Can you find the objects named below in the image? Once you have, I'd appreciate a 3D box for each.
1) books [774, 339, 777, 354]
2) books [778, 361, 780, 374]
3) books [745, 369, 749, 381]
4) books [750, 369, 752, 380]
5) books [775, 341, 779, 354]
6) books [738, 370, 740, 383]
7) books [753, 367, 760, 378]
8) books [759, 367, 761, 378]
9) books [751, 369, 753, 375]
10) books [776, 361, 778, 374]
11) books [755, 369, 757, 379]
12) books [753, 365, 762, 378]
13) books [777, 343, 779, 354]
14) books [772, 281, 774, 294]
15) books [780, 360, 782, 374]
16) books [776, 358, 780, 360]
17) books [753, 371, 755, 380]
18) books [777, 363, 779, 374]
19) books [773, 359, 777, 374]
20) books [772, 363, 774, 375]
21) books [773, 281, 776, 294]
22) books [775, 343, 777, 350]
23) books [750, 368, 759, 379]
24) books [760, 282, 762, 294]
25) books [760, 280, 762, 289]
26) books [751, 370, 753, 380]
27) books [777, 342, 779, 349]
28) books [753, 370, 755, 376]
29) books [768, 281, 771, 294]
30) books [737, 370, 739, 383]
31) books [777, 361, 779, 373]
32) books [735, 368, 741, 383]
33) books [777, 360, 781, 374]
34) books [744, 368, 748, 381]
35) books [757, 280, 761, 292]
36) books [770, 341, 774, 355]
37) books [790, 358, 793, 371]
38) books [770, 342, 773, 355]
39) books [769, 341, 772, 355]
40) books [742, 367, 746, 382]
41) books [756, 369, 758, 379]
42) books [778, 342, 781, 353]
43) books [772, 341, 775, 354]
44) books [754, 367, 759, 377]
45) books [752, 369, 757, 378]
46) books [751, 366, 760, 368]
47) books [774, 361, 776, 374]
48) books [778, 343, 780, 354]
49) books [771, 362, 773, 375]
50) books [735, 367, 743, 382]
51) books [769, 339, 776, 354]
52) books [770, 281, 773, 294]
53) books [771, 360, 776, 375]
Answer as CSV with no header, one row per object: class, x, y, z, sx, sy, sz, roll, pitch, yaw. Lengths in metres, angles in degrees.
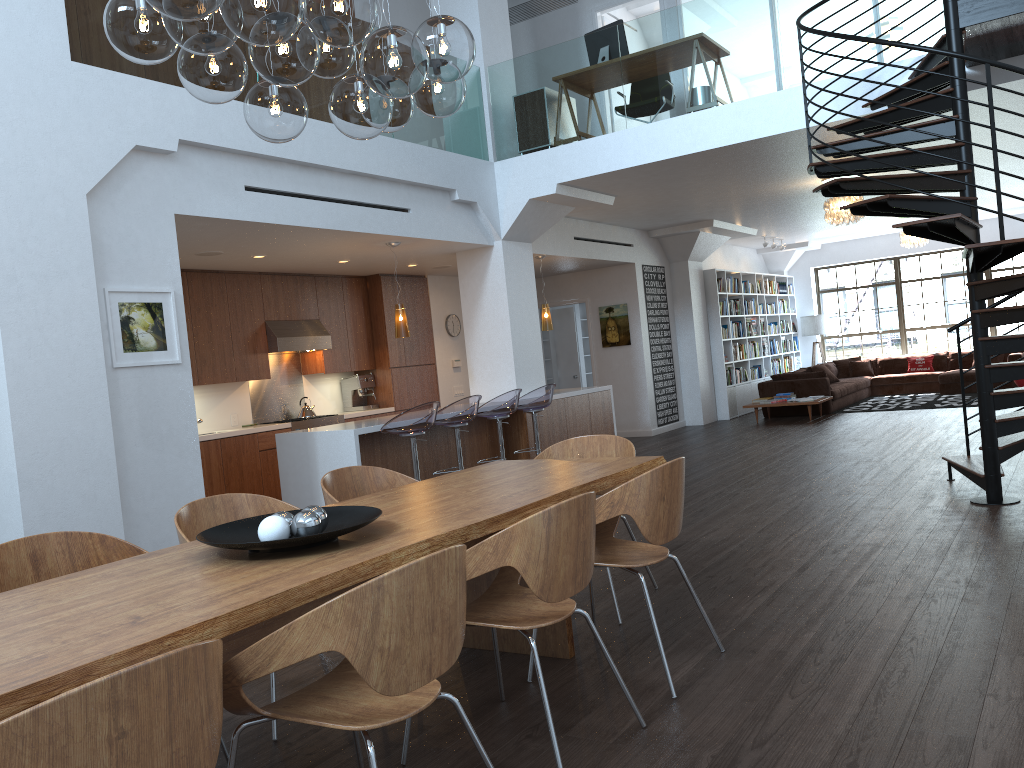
books,4.855,-0.697,16.624,0.176,0.293,0.125,-5,2,33
books,4.946,-0.303,16.714,0.174,0.240,0.045,-5,2,32
books,3.936,-0.144,15.129,0.161,0.207,0.135,-5,2,32
books,4.069,-0.158,15.344,0.136,0.196,0.045,-5,2,33
books,4.910,-0.680,16.695,0.174,0.242,0.105,-5,2,33
books,3.708,-0.112,14.775,0.161,0.223,0.030,-5,2,33
books,4.302,-0.193,15.690,0.146,0.202,0.027,-5,2,33
books,4.342,-0.199,15.762,0.146,0.202,0.027,-5,2,33
books,4.122,-0.159,15.431,0.134,0.184,0.030,-5,2,33
books,4.866,-0.298,16.581,0.183,0.253,0.034,-5,2,32
books,4.225,-0.166,15.571,0.122,0.169,0.023,-5,2,33
books,4.383,-0.220,15.835,0.140,0.231,0.042,-5,2,33
books,4.935,-0.688,16.741,0.170,0.251,0.118,-5,2,33
books,4.840,-1.808,16.747,0.183,0.253,0.034,-5,2,33
books,5.014,-0.322,16.814,0.180,0.259,0.060,-5,2,32
books,4.985,-0.333,16.775,0.176,0.290,0.036,-5,2,32
books,4.171,-0.150,15.475,0.110,0.153,0.019,-5,2,33
books,4.887,-0.301,16.607,0.183,0.253,0.034,-5,2,32
books,4.840,-0.313,16.544,0.176,0.290,0.053,-5,2,32
books,4.742,-0.265,16.380,0.161,0.223,0.026,-5,2,32
books,4.899,-1.816,16.831,0.183,0.253,0.034,-5,2,33
books,4.887,-0.666,16.668,0.161,0.222,0.084,-5,2,33
books,4.267,-0.183,15.642,0.139,0.191,0.036,-5,2,33
books,4.456,-1.738,16.136,0.161,0.223,0.032,-5,2,33
books,4.469,-1.754,16.168,0.160,0.251,0.039,-5,2,33
books,4.103,-0.153,15.386,0.128,0.178,0.022,-5,2,33
books,4.957,-0.689,16.779,0.159,0.248,0.089,-5,2,33
books,4.188,-0.159,15.508,0.120,0.167,0.020,-5,2,33
books,4.762,-1.793,16.621,0.171,0.246,0.057,-5,2,33
books,3.686,-0.118,14.751,0.161,0.223,0.033,-5,2,33
books,4.909,-0.300,16.646,0.171,0.246,0.057,-5,2,32
books,3.716,-0.139,14.811,0.183,0.253,0.042,-5,2,33
books,4.976,-0.313,16.741,0.183,0.253,0.034,-5,2,32
books,3.898,-0.153,15.085,0.174,0.236,0.142,-5,2,32
books,4.430,-1.749,16.115,0.160,0.251,0.031,-5,2,33
books,4.743,-0.663,16.444,0.182,0.255,0.077,-5,2,33
books,5.422,-0.373,17.455,0.171,0.246,0.057,-5,2,33
books,4.728,-0.655,16.407,0.174,0.243,0.085,-5,2,33
books,4.671,-0.653,16.322,0.182,0.255,0.077,-5,2,33
books,3.849,-0.156,15.009,0.183,0.253,0.042,-5,2,33
books,4.254,-0.174,15.617,0.128,0.178,0.021,-5,2,33
books,4.999,-0.679,16.830,0.161,0.218,0.101,-5,2,33
books,4.778,-0.665,16.478,0.182,0.253,0.098,-5,2,33
books,4.280,-0.190,15.672,0.146,0.202,0.027,-5,2,33
books,4.240,-0.170,15.594,0.126,0.173,0.032,-5,2,33
books,4.349,-0.203,15.804,0.144,0.207,0.048,-5,2,33
books,4.812,-0.289,16.487,0.160,0.250,0.026,-5,2,32
books,4.982,-0.679,16.800,0.161,0.222,0.084,-5,2,33
books,4.713,-0.270,16.356,0.174,0.240,0.045,-5,2,32
books,3.797,-0.152,14.940,0.180,0.259,0.042,-5,2,33
books,4.818,-0.691,16.574,0.197,0.290,0.136,-5,2,33
books,4.804,-1.803,16.691,0.183,0.253,0.034,-5,2,33
books,4.774,-0.301,16.456,0.198,0.284,0.066,-5,2,32
